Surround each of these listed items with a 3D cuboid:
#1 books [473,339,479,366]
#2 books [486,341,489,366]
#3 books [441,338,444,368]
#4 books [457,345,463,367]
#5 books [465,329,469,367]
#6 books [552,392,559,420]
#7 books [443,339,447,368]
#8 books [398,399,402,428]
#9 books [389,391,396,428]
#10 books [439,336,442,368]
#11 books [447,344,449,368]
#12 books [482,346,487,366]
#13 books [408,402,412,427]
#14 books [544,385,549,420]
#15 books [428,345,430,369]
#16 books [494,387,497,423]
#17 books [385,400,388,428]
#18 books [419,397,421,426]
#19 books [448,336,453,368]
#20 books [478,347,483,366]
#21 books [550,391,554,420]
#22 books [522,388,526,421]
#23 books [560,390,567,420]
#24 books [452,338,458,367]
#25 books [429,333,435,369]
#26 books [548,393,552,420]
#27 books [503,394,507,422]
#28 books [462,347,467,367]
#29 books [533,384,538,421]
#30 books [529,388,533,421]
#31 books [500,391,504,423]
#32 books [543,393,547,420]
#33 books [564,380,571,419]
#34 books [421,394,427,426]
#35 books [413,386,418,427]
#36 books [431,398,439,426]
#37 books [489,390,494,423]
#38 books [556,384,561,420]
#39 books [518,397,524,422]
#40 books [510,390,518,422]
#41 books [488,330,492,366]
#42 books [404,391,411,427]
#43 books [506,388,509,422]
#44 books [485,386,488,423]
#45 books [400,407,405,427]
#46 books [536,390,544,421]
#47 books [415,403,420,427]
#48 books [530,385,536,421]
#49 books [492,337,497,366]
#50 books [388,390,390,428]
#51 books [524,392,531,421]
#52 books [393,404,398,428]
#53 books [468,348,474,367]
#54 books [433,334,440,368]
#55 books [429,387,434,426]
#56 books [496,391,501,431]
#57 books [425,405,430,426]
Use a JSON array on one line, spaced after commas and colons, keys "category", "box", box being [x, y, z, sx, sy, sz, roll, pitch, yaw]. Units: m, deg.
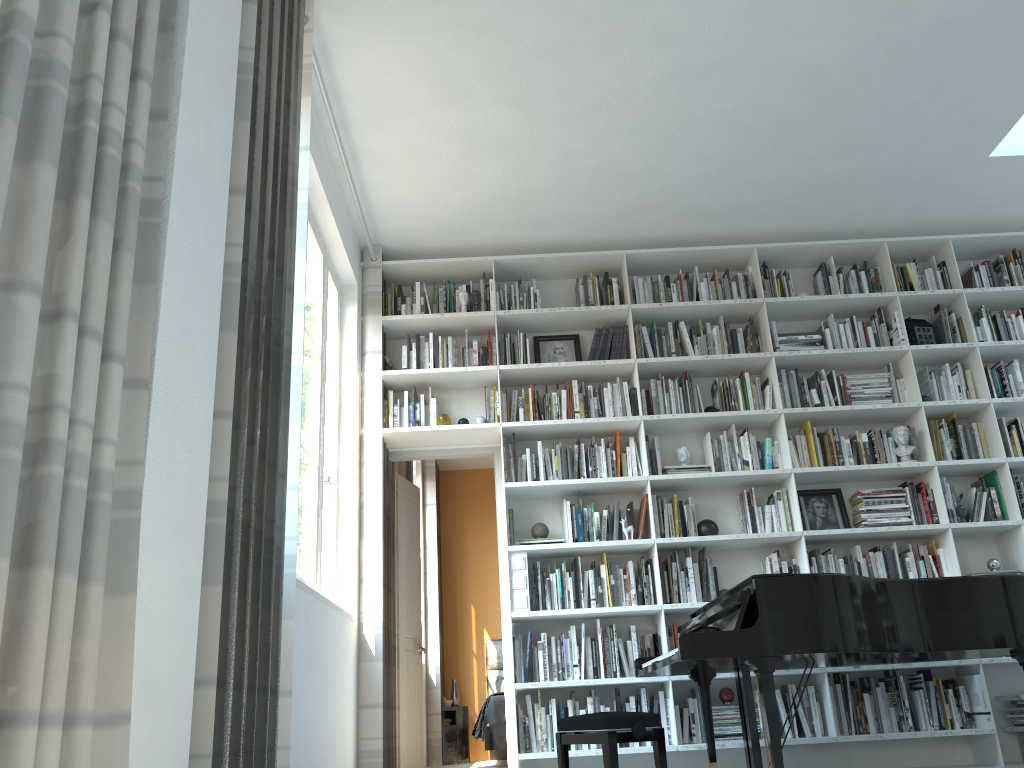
[{"category": "books", "box": [-0.226, -0.143, 5.604, 0.029, 0.228, 0.192, -3, -21, -1]}, {"category": "books", "box": [-0.150, -0.139, 5.633, 0.014, 0.235, 0.144, -3, -21, -1]}, {"category": "books", "box": [-0.434, -0.140, 5.610, 0.012, 0.248, 0.192, -3, -21, -1]}, {"category": "books", "box": [-0.326, -0.122, 5.621, 0.028, 0.211, 0.139, -3, -21, -1]}, {"category": "books", "box": [-0.280, -0.173, 5.622, 0.012, 0.302, 0.190, -3, -21, -1]}, {"category": "books", "box": [0.267, 0.184, 5.490, 0.031, 0.216, 0.173, -3, -21, -1]}, {"category": "books", "box": [-0.418, -0.138, 5.610, 0.021, 0.243, 0.174, -3, -21, -1]}, {"category": "books", "box": [-0.690, 0.229, 5.476, 0.010, 0.219, 0.182, -3, -21, -1]}, {"category": "books", "box": [-0.737, 0.203, 5.486, 0.023, 0.280, 0.171, -3, -21, -1]}, {"category": "books", "box": [-0.447, -0.148, 5.614, 0.013, 0.267, 0.162, -3, -21, -1]}, {"category": "books", "box": [-0.401, -0.123, 5.635, 0.011, 0.230, 0.136, -3, -21, -1]}, {"category": "books", "box": [-0.168, -0.121, 5.611, 0.026, 0.187, 0.155, -3, -21, -1]}, {"category": "books", "box": [-0.622, 0.238, 5.499, 0.023, 0.213, 0.141, -3, -21, -1]}, {"category": "books", "box": [0.218, 0.163, 5.511, 0.012, 0.276, 0.151, -3, -21, -1]}, {"category": "books", "box": [-0.515, -0.115, 5.607, 0.010, 0.208, 0.165, -3, -21, -1]}, {"category": "books", "box": [-0.100, 0.173, 5.504, 0.010, 0.285, 0.137, -3, -21, -1]}, {"category": "books", "box": [-0.766, 0.232, 5.475, 0.013, 0.221, 0.163, -3, -21, -1]}, {"category": "books", "box": [-0.558, 0.219, 5.487, 0.010, 0.233, 0.166, -3, -21, -1]}, {"category": "books", "box": [-0.384, -0.148, 5.612, 0.025, 0.260, 0.167, -3, -21, -1]}, {"category": "books", "box": [-0.196, -0.118, 5.626, 0.029, 0.195, 0.147, -3, -21, -1]}, {"category": "books", "box": [0.245, 0.182, 5.498, 0.011, 0.228, 0.171, -3, -21, -1]}, {"category": "books", "box": [0.074, 0.175, 5.501, 0.010, 0.261, 0.151, -3, -21, -1]}, {"category": "books", "box": [0.319, 0.175, 5.503, 0.047, 0.237, 0.163, -3, -21, -1]}, {"category": "books", "box": [-0.356, -0.145, 5.610, 0.030, 0.250, 0.166, -3, -21, -1]}, {"category": "books", "box": [-0.502, -0.158, 5.606, 0.021, 0.285, 0.179, -3, -21, -1]}, {"category": "books", "box": [0.233, 0.186, 5.489, 0.014, 0.217, 0.165, -3, -21, -1]}, {"category": "books", "box": [-0.042, 0.195, 5.494, 0.022, 0.231, 0.152, -3, -21, -1]}, {"category": "books", "box": [-0.297, -0.114, 5.627, 0.029, 0.197, 0.144, -3, -21, -1]}, {"category": "books", "box": [0.148, 0.160, 5.493, 0.011, 0.276, 0.164, -3, -21, -1]}, {"category": "books", "box": [0.116, 0.176, 5.494, 0.014, 0.251, 0.188, -3, -21, -1]}, {"category": "books", "box": [-0.059, 0.189, 5.506, 0.012, 0.253, 0.161, -3, -21, -1]}, {"category": "books", "box": [0.207, 0.187, 5.506, 0.012, 0.229, 0.150, -3, -21, -1]}, {"category": "books", "box": [0.348, 0.144, 5.518, 0.014, 0.302, 0.152, -3, -21, -1]}, {"category": "books", "box": [-0.542, 0.208, 5.464, 0.021, 0.236, 0.189, -3, -21, -1]}, {"category": "books", "box": [-0.595, 0.184, 5.478, 0.013, 0.296, 0.188, -3, -21, -1]}, {"category": "books", "box": [-0.474, 0.219, 5.468, 0.029, 0.210, 0.188, -3, -21, -1]}, {"category": "books", "box": [-0.127, 0.188, 5.516, 0.044, 0.268, 0.134, -3, -21, -1]}, {"category": "books", "box": [0.288, 0.159, 5.504, 0.014, 0.271, 0.181, -3, -21, -1]}, {"category": "books", "box": [0.057, 0.202, 5.474, 0.026, 0.194, 0.176, -3, -21, -1]}, {"category": "books", "box": [0.011, 0.183, 5.507, 0.062, 0.257, 0.153, -3, -21, -1]}, {"category": "books", "box": [-0.137, -0.172, 5.632, 0.014, 0.293, 0.173, -3, -21, -1]}, {"category": "books", "box": [-0.646, 0.202, 5.495, 0.022, 0.280, 0.157, -3, -21, -1]}, {"category": "books", "box": [-0.026, 0.177, 5.492, 0.012, 0.262, 0.181, -3, -21, -1]}, {"category": "books", "box": [-0.156, 0.174, 5.498, 0.012, 0.284, 0.160, -3, -21, -1]}, {"category": "books", "box": [-0.670, 0.254, 5.493, 0.029, 0.184, 0.135, -3, -21, -1]}, {"category": "books", "box": [0.177, 0.178, 5.505, 0.047, 0.248, 0.134, -3, -21, -1]}, {"category": "books", "box": [-0.574, 0.237, 5.473, 0.024, 0.192, 0.181, -3, -21, -1]}, {"category": "books", "box": [0.132, 0.163, 5.503, 0.020, 0.279, 0.165, -3, -21, -1]}, {"category": "books", "box": [-0.111, -0.155, 5.643, 0.037, 0.267, 0.113, -3, -21, -1]}, {"category": "books", "box": [-0.755, 0.202, 5.510, 0.013, 0.301, 0.135, -3, -21, -1]}, {"category": "books", "box": [0.095, 0.188, 5.492, 0.030, 0.229, 0.173, -3, -21, -1]}, {"category": "books", "box": [-0.709, 0.244, 5.479, 0.029, 0.196, 0.161, -3, -21, -1]}, {"category": "books", "box": [-0.255, -0.112, 5.616, 0.031, 0.182, 0.152, -3, -21, -1]}, {"category": "books", "box": [-0.473, -0.155, 5.625, 0.037, 0.290, 0.156, -3, -21, -1]}, {"category": "books", "box": [-0.497, 0.185, 5.495, 0.013, 0.297, 0.179, -3, -21, -1]}, {"category": "books", "box": [-0.084, 0.188, 5.460, 0.021, 0.223, 0.232, -3, -21, -1]}, {"category": "books", "box": [-0.515, 0.243, 5.495, 0.029, 0.190, 0.135, -3, -21, -1]}]
